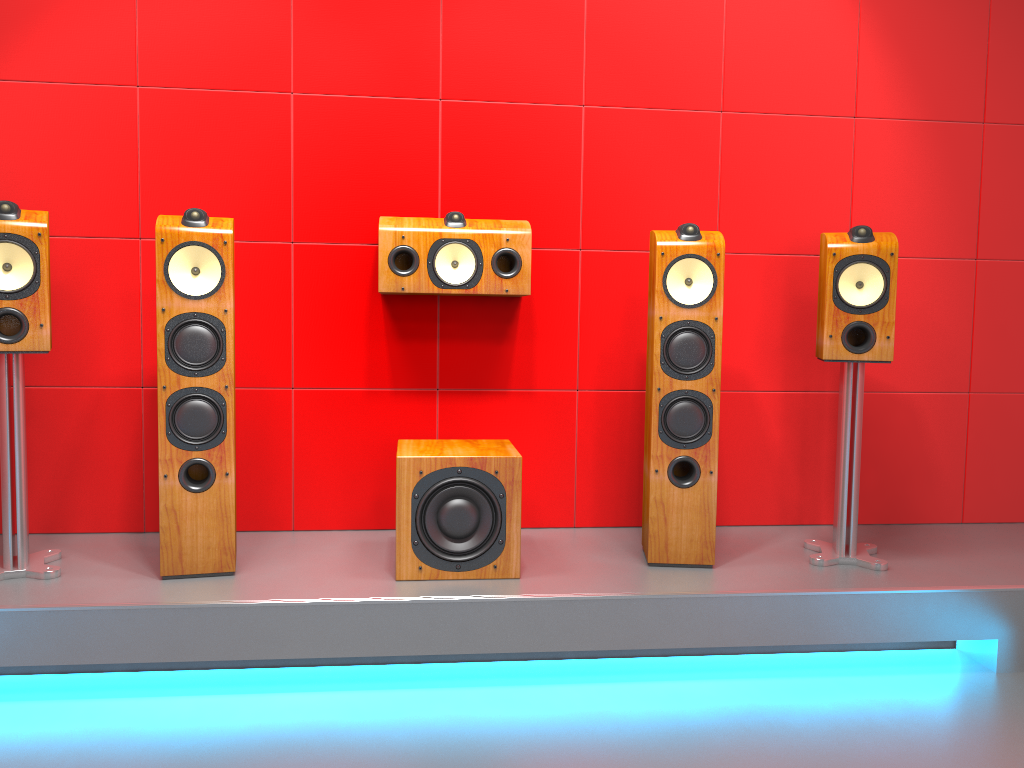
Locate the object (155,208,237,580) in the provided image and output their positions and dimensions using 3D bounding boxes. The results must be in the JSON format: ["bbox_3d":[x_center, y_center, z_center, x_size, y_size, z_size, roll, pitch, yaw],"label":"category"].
[{"bbox_3d":[-0.920,0.022,2.601,0.203,1.052,0.238,0,4,-16],"label":"object"}]

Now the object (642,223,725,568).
[{"bbox_3d":[0.533,0.031,2.789,0.203,1.052,0.238,1,4,3],"label":"object"}]

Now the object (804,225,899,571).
[{"bbox_3d":[1.082,0.034,2.829,0.231,1.058,0.265,2,4,13],"label":"object"}]

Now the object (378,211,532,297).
[{"bbox_3d":[-0.194,-0.436,2.973,0.493,0.271,0.235,0,4,-6],"label":"object"}]

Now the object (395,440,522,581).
[{"bbox_3d":[-0.171,0.373,2.710,0.360,0.360,0.360,0,4,-6],"label":"object"}]

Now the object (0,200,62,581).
[{"bbox_3d":[-1.433,0.016,2.543,0.231,1.058,0.265,-1,5,-26],"label":"object"}]
